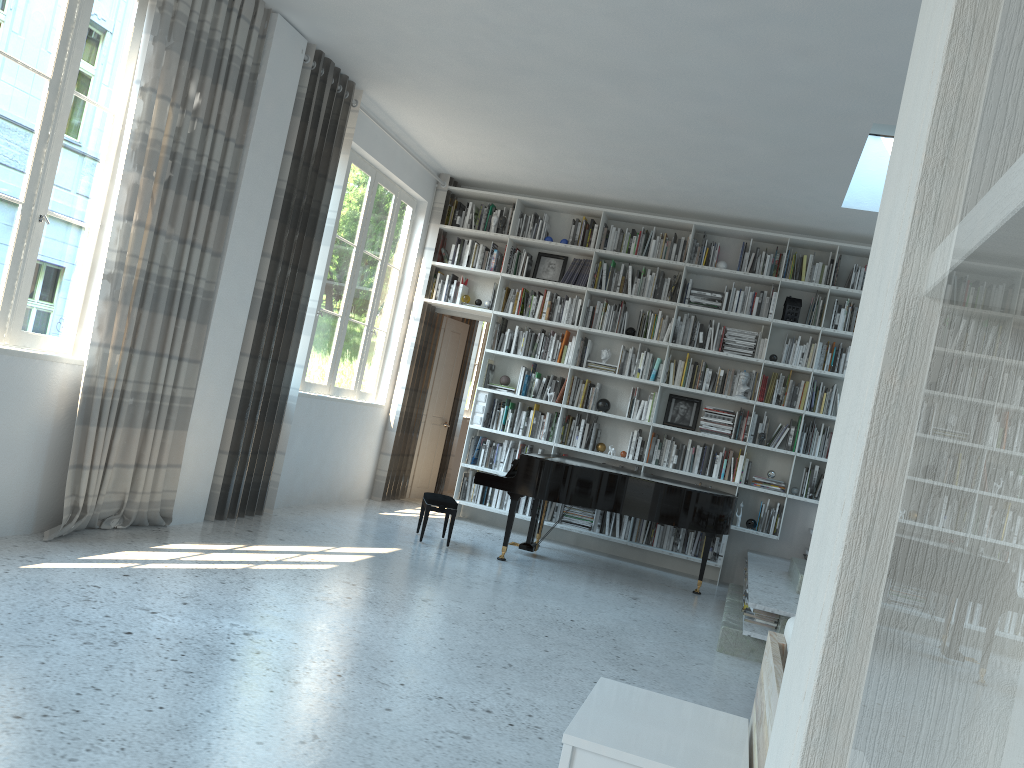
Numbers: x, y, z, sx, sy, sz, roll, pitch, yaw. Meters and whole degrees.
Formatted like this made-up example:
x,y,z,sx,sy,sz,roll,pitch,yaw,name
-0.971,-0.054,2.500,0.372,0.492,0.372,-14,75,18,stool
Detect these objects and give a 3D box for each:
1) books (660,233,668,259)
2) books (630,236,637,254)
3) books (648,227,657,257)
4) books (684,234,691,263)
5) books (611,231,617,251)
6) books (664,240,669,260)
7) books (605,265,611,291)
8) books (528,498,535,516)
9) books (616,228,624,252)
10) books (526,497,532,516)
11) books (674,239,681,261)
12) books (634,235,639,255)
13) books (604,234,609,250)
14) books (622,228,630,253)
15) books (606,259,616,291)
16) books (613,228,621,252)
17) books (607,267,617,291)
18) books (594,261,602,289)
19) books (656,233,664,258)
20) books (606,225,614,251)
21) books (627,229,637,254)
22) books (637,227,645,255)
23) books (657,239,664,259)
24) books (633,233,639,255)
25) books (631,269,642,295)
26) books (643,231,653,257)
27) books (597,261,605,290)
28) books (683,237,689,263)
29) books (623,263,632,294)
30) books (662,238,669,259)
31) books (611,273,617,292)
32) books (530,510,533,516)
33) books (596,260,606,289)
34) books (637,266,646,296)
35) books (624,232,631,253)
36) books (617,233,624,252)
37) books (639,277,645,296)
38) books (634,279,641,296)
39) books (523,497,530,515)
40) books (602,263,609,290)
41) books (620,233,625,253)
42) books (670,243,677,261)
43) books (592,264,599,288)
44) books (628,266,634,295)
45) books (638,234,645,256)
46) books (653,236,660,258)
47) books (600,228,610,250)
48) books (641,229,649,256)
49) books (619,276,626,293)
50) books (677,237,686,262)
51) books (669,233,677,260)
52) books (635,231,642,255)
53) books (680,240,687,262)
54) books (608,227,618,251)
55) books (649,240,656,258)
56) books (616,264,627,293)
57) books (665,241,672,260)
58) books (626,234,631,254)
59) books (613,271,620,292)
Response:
x,y,z,sx,sy,sz,roll,pitch,yaw,name
1.408,-1.251,8.233,0.014,0.266,0.192,12,-1,15,books
1.144,-1.271,8.322,0.030,0.201,0.152,12,-1,15,books
1.310,-1.295,8.279,0.014,0.315,0.166,12,-1,15,books
1.628,-1.217,8.176,0.026,0.288,0.176,12,-1,15,books
0.973,-1.316,8.360,0.023,0.220,0.181,12,-1,15,books
1.434,-1.216,8.217,0.013,0.207,0.178,12,-1,15,books
0.915,-0.973,8.353,0.011,0.260,0.157,12,-1,15,books
0.209,1.096,8.379,0.012,0.303,0.165,12,-1,15,books
1.014,-1.323,8.349,0.012,0.250,0.174,12,-1,15,books
0.194,1.097,8.386,0.021,0.295,0.188,12,-1,15,books
1.535,-1.210,8.210,0.026,0.237,0.149,12,-1,15,books
1.175,-1.273,8.302,0.011,0.216,0.160,12,-1,15,books
0.900,-1.311,8.393,0.024,0.183,0.133,12,-1,15,books
1.068,-1.319,8.337,0.010,0.264,0.160,12,-1,15,books
0.929,-0.999,8.342,0.012,0.315,0.171,12,-1,15,books
0.999,-1.326,8.357,0.023,0.251,0.170,12,-1,15,books
0.942,-0.959,8.337,0.031,0.242,0.181,12,-1,15,books
0.822,-1.004,8.382,0.013,0.283,0.159,12,-1,15,books
1.372,-1.259,8.262,0.014,0.269,0.156,12,-1,15,books
0.934,-1.353,8.398,0.021,0.279,0.141,12,-1,15,books
1.125,-1.309,8.338,0.028,0.268,0.151,12,-1,15,books
1.207,-1.308,8.299,0.010,0.299,0.151,12,-1,15,books
1.389,-1.227,8.264,0.029,0.213,0.141,12,-1,15,books
1.167,-1.283,8.313,0.013,0.234,0.155,12,-1,15,books
1.162,-0.925,8.292,0.027,0.265,0.168,12,-1,15,books
1.271,-1.282,8.275,0.052,0.273,0.172,12,-1,15,books
0.845,-1.001,8.374,0.010,0.287,0.148,12,-1,15,books
1.609,-1.210,8.186,0.014,0.267,0.171,12,-1,15,books
1.080,-0.967,8.327,0.013,0.315,0.135,12,-1,15,books
1.423,-1.229,8.234,0.021,0.228,0.161,12,-1,15,books
0.967,-0.933,8.343,0.024,0.201,0.153,12,-1,15,books
0.247,1.129,8.390,0.065,0.256,0.156,12,-1,15,books
0.842,-1.012,8.399,0.014,0.309,0.130,12,-1,15,books
1.209,-0.938,8.273,0.012,0.308,0.145,12,-1,15,books
1.088,-1.299,8.357,0.025,0.234,0.129,12,-1,15,books
1.026,-1.299,8.331,0.029,0.208,0.178,12,-1,15,books
1.223,-0.885,8.292,0.024,0.212,0.128,12,-1,15,books
1.177,-0.879,8.277,0.028,0.180,0.168,12,-1,15,books
0.169,1.109,8.422,0.040,0.264,0.137,12,-1,15,books
0.882,-0.987,8.370,0.067,0.274,0.168,12,-1,15,books
1.050,-1.294,8.338,0.014,0.207,0.166,12,-1,15,books
1.501,-1.190,8.207,0.031,0.184,0.177,12,-1,15,books
0.798,-0.995,8.373,0.023,0.256,0.175,12,-1,15,books
1.112,-0.946,8.290,0.075,0.285,0.178,12,-1,15,books
1.222,-1.273,8.305,0.029,0.235,0.130,12,-1,15,books
1.350,-1.247,8.266,0.026,0.235,0.134,12,-1,15,books
0.877,-1.344,8.386,0.029,0.237,0.156,12,-1,15,books
1.241,-1.290,8.286,0.013,0.276,0.164,12,-1,15,books
1.042,-0.907,8.324,0.034,0.180,0.160,12,-1,15,books
1.566,-1.215,8.211,0.029,0.261,0.151,12,-1,15,books
1.492,-1.243,8.220,0.013,0.285,0.160,12,-1,15,books
1.190,-1.288,8.300,0.013,0.251,0.183,12,-1,15,books
1.583,-1.194,8.183,0.026,0.225,0.172,12,-1,15,books
0.951,-1.338,8.372,0.031,0.254,0.145,12,-1,15,books
1.316,-1.231,8.265,0.031,0.190,0.181,12,-1,15,books
1.024,-0.968,8.323,0.022,0.293,0.156,12,-1,15,books
1.451,-1.209,8.210,0.026,0.200,0.187,12,-1,15,books
1.101,-1.287,8.344,0.012,0.216,0.150,12,-1,15,books
0.992,-0.937,8.329,0.029,0.219,0.158,12,-1,15,books
